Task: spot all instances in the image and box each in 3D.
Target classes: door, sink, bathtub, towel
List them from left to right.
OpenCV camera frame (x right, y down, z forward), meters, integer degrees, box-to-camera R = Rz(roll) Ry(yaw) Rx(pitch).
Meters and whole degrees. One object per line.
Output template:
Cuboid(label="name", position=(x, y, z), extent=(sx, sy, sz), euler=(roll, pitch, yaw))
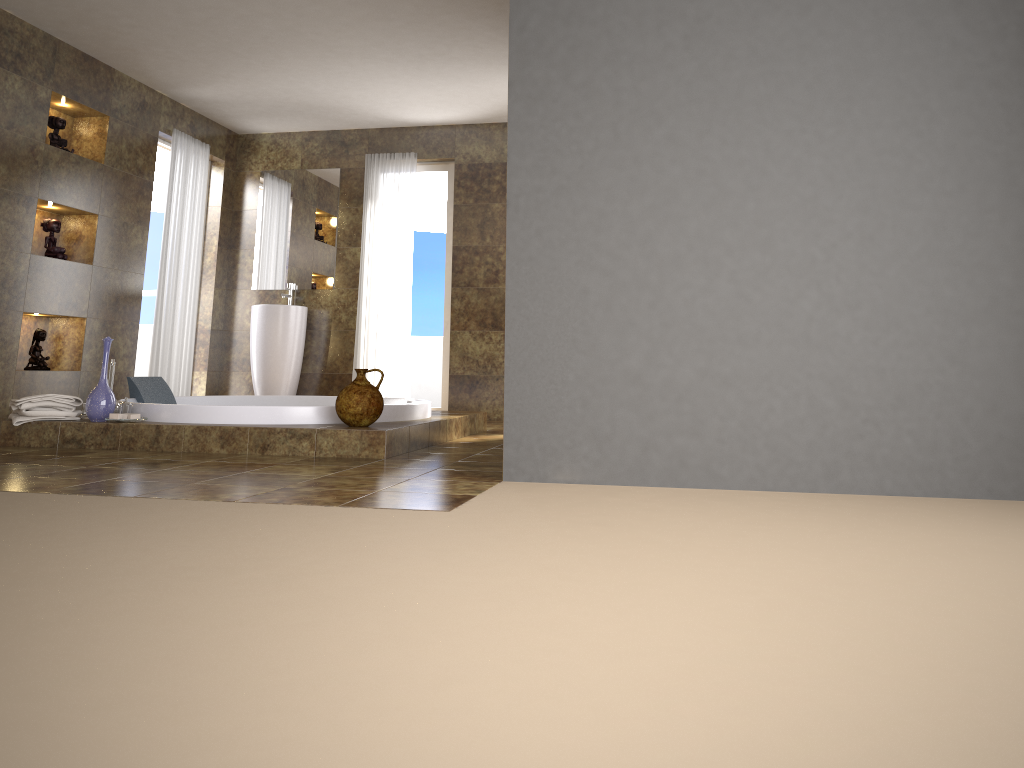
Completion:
Cuboid(label="towel", position=(-2.366, 0.125, 4.387), extent=(0.318, 0.154, 0.334), euler=(2, -2, -34))
Cuboid(label="door", position=(-3.250, -0.860, 7.511), extent=(0.961, 2.294, 0.038), euler=(0, -12, 1))
Cuboid(label="sink", position=(-1.969, -0.303, 7.228), extent=(0.458, 1.170, 0.422), euler=(-2, -10, 14))
Cuboid(label="bathtub", position=(-1.350, 0.238, 5.029), extent=(1.734, 0.538, 1.726), euler=(0, 0, 42))

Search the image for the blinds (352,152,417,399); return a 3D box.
Cuboid(label="blinds", position=(-1.080, -0.889, 7.367), extent=(0.519, 2.333, 0.065), euler=(-1, -12, 11))

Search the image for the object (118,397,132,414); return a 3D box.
Cuboid(label="object", position=(-1.962, 0.126, 4.384), extent=(0.057, 0.119, 0.056), euler=(5, -10, -26))

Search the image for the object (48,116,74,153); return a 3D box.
Cuboid(label="object", position=(-3.045, -1.683, 5.827), extent=(0.152, 0.275, 0.118), euler=(-1, -10, 11))

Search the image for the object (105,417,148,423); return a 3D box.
Cuboid(label="object", position=(-1.891, 0.178, 4.238), extent=(0.190, 0.019, 0.185), euler=(1, 1, 0))

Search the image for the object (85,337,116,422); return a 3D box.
Cuboid(label="object", position=(-2.035, -0.027, 4.304), extent=(0.136, 0.432, 0.131), euler=(-3, -11, 19))

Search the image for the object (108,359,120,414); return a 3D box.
Cuboid(label="object", position=(-2.063, 0.027, 4.435), extent=(0.130, 0.317, 0.126), euler=(-3, -10, 19))

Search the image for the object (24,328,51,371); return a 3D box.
Cuboid(label="object", position=(-3.041, -0.224, 5.565), extent=(0.152, 0.282, 0.146), euler=(-1, -9, 12))

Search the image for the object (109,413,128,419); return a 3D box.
Cuboid(label="object", position=(-1.906, 0.159, 4.186), extent=(0.053, 0.035, 0.071), euler=(0, -2, 12))

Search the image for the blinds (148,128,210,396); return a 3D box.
Cuboid(label="blinds", position=(-2.650, -0.896, 6.928), extent=(0.068, 2.345, 0.578), euler=(-2, -11, 11))

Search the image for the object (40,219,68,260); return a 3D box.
Cuboid(label="object", position=(-3.035, -0.961, 5.742), extent=(0.174, 0.293, 0.108), euler=(-1, -10, 11))

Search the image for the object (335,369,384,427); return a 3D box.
Cuboid(label="object", position=(-0.731, 0.064, 4.159), extent=(0.229, 0.283, 0.223), euler=(3, -7, -17))

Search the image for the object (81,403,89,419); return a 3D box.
Cuboid(label="object", position=(-2.173, 0.141, 4.553), extent=(0.169, 0.078, 0.166), euler=(1, -1, -7))

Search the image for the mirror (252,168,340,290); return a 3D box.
Cuboid(label="mirror", position=(-1.912, -1.375, 7.662), extent=(0.767, 1.124, 0.008), euler=(-1, -12, 11))

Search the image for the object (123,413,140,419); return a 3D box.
Cuboid(label="object", position=(-1.885, 0.162, 4.251), extent=(0.100, 0.033, 0.060), euler=(0, -2, 26))

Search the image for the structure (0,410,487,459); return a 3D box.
Cuboid(label="structure", position=(-1.349, 0.246, 5.029), extent=(2.003, 0.128, 1.960), euler=(1, 1, 11))
